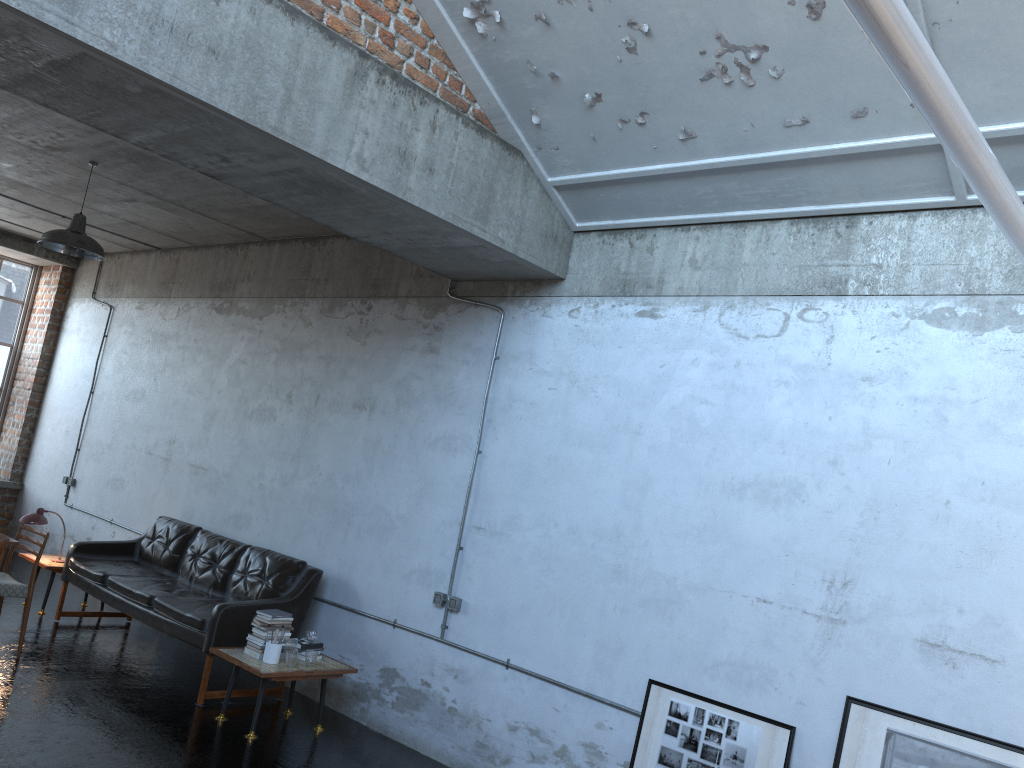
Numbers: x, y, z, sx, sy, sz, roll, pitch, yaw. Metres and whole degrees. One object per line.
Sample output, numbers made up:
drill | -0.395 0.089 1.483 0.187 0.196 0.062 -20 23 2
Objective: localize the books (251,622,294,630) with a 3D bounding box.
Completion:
books | -1.698 1.717 6.287 0.174 0.019 0.244 5 -9 41

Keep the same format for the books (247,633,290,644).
books | -1.717 1.802 6.280 0.193 0.028 0.245 6 -8 36

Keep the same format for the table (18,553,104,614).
table | -4.254 1.941 8.537 0.649 0.458 0.811 5 -9 41

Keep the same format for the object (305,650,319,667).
object | -1.403 1.918 6.186 0.092 0.099 0.092 8 -7 19

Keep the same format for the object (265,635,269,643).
object | -1.660 1.804 6.086 0.009 0.190 0.137 4 -9 44

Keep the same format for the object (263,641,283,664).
object | -1.644 1.844 6.088 0.110 0.137 0.110 5 -9 41

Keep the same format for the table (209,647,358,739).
table | -1.642 2.160 6.227 0.649 0.458 0.811 5 -9 41

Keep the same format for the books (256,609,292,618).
books | -1.690 1.632 6.303 0.159 0.024 0.201 7 -8 31

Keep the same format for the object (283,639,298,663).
object | -1.549 1.861 6.173 0.087 0.155 0.087 9 -7 14

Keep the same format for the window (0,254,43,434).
window | -6.565 1.602 12.814 0.747 12.900 19.864 5 -9 41

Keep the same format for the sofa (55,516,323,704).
sofa | -2.826 1.778 7.526 2.610 1.045 0.929 5 -9 41

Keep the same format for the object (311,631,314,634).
object | -1.456 1.837 6.456 0.065 0.060 0.081 8 -7 23

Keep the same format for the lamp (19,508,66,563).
lamp | -4.387 1.409 8.312 0.220 0.492 0.496 6 -8 34

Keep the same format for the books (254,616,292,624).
books | -1.694 1.675 6.303 0.167 0.023 0.209 6 -8 35

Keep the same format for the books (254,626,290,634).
books | -1.698 1.738 6.288 0.155 0.022 0.205 6 -8 36

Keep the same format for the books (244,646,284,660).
books | -1.730 1.895 6.251 0.192 0.043 0.248 5 -9 41

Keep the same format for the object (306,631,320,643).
object | -1.456 1.843 6.454 0.103 0.068 0.103 9 -7 14

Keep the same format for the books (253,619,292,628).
books | -1.700 1.694 6.284 0.231 0.023 0.162 15 -8 -32

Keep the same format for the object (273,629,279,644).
object | -1.644 1.804 6.138 0.023 0.204 0.037 12 -7 -9

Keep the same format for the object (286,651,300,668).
object | -1.507 1.885 6.065 0.092 0.099 0.092 8 -7 19

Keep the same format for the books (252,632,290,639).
books | -1.705 1.779 6.286 0.147 0.023 0.221 5 -9 41

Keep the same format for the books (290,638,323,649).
books | -1.511 1.880 6.430 0.179 0.029 0.225 6 -8 34

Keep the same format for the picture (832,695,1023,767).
picture | 1.918 2.171 3.953 1.095 1.215 0.233 5 -9 41

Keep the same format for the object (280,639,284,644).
object | -1.616 1.828 6.101 0.068 0.159 0.009 15 -8 -35

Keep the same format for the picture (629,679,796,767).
picture | 1.007 2.220 4.784 0.889 0.994 0.135 5 -9 41

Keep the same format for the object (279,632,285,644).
object | -1.610 1.798 6.129 0.009 0.169 0.062 5 -9 41

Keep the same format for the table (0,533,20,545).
table | -5.021 1.235 5.539 1.067 0.917 3.112 5 -9 41

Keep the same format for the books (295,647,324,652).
books | -1.515 1.907 6.438 0.175 0.024 0.243 6 -8 38

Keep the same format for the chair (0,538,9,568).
chair | -3.762 1.444 5.685 0.509 1.028 0.573 7 -8 31

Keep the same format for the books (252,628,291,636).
books | -1.705 1.759 6.291 0.158 0.021 0.224 5 -9 41

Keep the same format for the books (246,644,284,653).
books | -1.722 1.863 6.256 0.175 0.023 0.249 6 -8 37

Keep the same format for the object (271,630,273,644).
object | -1.660 1.791 6.128 0.009 0.167 0.061 15 -8 -36

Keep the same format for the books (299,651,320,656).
books | -1.526 1.927 6.425 0.227 0.024 0.166 8 -7 21

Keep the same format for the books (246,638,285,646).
books | -1.719 1.823 6.278 0.192 0.014 0.255 4 -9 44

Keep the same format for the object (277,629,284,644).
object | -1.618 1.789 6.139 0.009 0.185 0.052 4 -9 43

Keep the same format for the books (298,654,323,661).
books | -1.522 1.958 6.424 0.243 0.034 0.179 8 -7 25

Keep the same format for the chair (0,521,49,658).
chair | -3.965 1.544 6.721 0.589 0.971 0.577 5 -9 41

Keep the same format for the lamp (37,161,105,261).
lamp | -3.481 -1.507 7.221 0.502 0.891 0.502 4 -9 46

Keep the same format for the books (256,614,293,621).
books | -1.683 1.655 6.299 0.155 0.020 0.205 5 -9 41

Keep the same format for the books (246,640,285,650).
books | -1.717 1.841 6.258 0.175 0.023 0.249 5 -9 42
